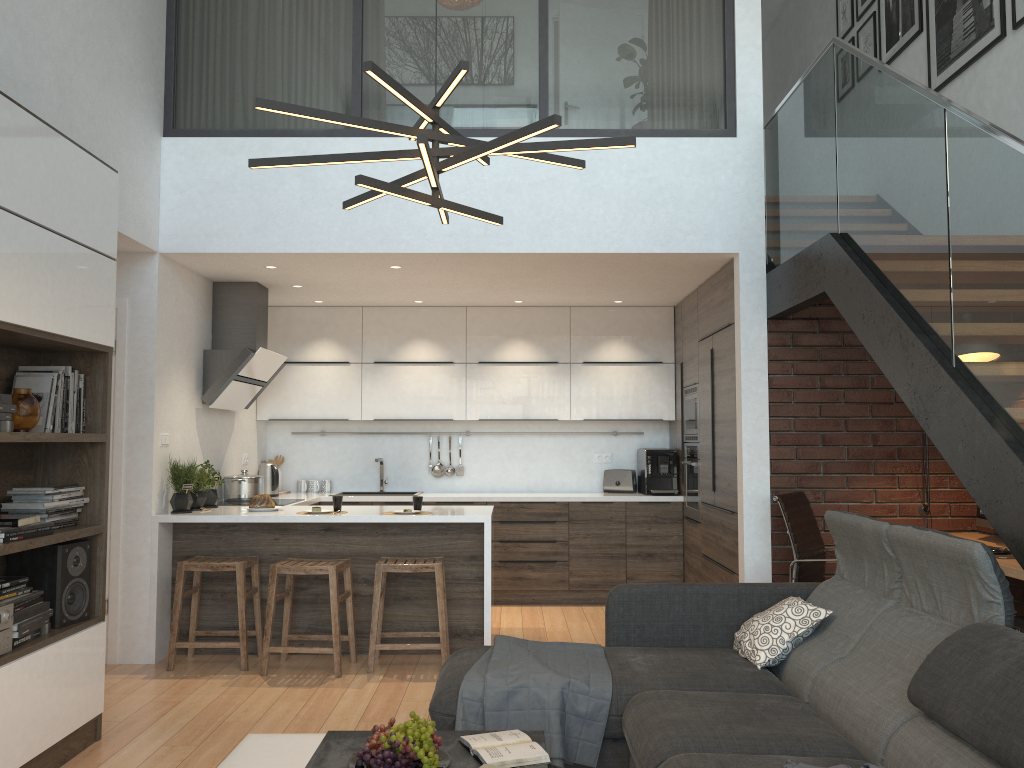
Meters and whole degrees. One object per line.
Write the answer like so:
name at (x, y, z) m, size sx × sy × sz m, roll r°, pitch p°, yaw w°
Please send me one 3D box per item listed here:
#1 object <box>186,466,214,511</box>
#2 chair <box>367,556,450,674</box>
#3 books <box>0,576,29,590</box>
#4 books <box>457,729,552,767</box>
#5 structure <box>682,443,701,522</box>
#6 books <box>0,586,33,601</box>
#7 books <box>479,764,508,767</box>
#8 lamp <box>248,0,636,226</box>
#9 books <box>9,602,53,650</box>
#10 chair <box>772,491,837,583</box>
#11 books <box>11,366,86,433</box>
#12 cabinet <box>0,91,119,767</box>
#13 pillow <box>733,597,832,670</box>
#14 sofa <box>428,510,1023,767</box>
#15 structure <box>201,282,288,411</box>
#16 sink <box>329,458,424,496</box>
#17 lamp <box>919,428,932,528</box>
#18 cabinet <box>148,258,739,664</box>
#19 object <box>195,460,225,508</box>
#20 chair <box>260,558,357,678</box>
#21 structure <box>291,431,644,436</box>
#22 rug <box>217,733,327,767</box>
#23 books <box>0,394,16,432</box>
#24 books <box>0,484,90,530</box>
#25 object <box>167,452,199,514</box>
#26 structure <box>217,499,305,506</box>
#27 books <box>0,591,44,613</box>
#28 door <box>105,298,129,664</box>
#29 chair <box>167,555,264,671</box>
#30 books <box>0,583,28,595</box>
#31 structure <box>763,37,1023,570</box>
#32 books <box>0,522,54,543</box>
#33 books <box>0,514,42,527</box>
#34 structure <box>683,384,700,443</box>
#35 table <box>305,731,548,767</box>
object at (-1.990, 0.652, 5.589) m, size 0.221 × 0.283 × 0.211 m, roll -1°, pitch -4°, yaw 13°
chair at (-0.584, 1.314, 5.104) m, size 0.450 × 0.600 × 0.350 m, roll 0°, pitch -4°, yaw -2°
books at (-1.973, 0.757, 3.362) m, size 0.161 × 0.023 × 0.213 m, roll 0°, pitch -4°, yaw 3°
books at (-0.028, 1.101, 2.689) m, size 0.199 × 0.025 × 0.294 m, roll 1°, pitch -4°, yaw -21°
structure at (1.559, 0.729, 6.658) m, size 0.495 × 0.570 × 0.595 m, roll 0°, pitch -4°, yaw 0°
books at (-1.955, 0.795, 3.358) m, size 0.161 × 0.023 × 0.213 m, roll 0°, pitch -4°, yaw 3°
books at (-0.041, 1.077, 2.364) m, size 0.179 × 0.029 × 0.225 m, roll -2°, pitch -4°, yaw 23°
lamp at (-0.231, -2.353, 2.787) m, size 1.200 × 3.645 × 0.831 m, roll -1°, pitch -4°, yaw 10°
books at (-1.929, 0.911, 3.359) m, size 0.248 × 0.123 × 0.307 m, roll 0°, pitch -4°, yaw -5°
chair at (1.797, 1.096, 4.803) m, size 0.700 × 0.991 × 0.651 m, roll -3°, pitch -4°, yaw 34°
books at (-1.963, 0.065, 3.717) m, size 0.201 × 0.287 × 0.332 m, roll 0°, pitch -4°, yaw 0°
cabinet at (-1.920, 0.158, 1.893) m, size 0.338 × 2.494 × 4.036 m, roll 0°, pitch -4°, yaw 0°
pillow at (1.052, 0.891, 2.503) m, size 0.386 × 0.364 × 2.734 m, roll 0°, pitch -4°, yaw 4°
sofa at (0.449, 0.943, 2.393) m, size 2.108 × 0.995 × 3.169 m, roll 0°, pitch -4°, yaw 0°
structure at (-1.895, -0.315, 6.345) m, size 0.407 × 0.998 × 0.898 m, roll 0°, pitch -4°, yaw 0°
sink at (-1.100, 0.869, 7.262) m, size 0.706 × 0.518 × 0.512 m, roll 0°, pitch -4°, yaw 0°
lamp at (2.466, 0.585, 4.715) m, size 0.462 × 2.003 × 1.054 m, roll 1°, pitch -4°, yaw -16°
cabinet at (-0.353, 0.495, 6.390) m, size 3.495 × 2.401 × 2.401 m, roll 0°, pitch -4°, yaw 0°
object at (-1.984, 0.651, 5.785) m, size 0.179 × 0.311 × 0.172 m, roll -1°, pitch -4°, yaw 11°
chair at (-1.139, 1.309, 5.024) m, size 0.450 × 0.600 × 0.350 m, roll 0°, pitch -4°, yaw 5°
structure at (-0.377, 0.421, 7.568) m, size 3.000 × 0.045 × 0.050 m, roll 0°, pitch -4°, yaw 0°
rug at (-0.355, 1.448, 2.648) m, size 1.606 × 0.013 × 2.496 m, roll 0°, pitch -4°, yaw 0°
books at (-1.949, 0.098, 3.094) m, size 0.277 × 0.137 × 0.343 m, roll 0°, pitch -4°, yaw -5°
books at (-1.944, 0.510, 3.663) m, size 0.224 × 0.176 × 0.374 m, roll 0°, pitch -4°, yaw -1°
object at (-1.992, 0.596, 5.375) m, size 0.186 × 0.367 × 0.196 m, roll 0°, pitch -4°, yaw 0°
structure at (-1.808, 0.835, 6.266) m, size 0.550 × 0.006 × 0.609 m, roll 0°, pitch -4°, yaw 0°
books at (-1.948, 0.828, 3.358) m, size 0.224 × 0.042 × 0.277 m, roll 0°, pitch -4°, yaw -5°
door at (-2.757, 0.557, 5.178) m, size 0.974 × 2.136 × 0.085 m, roll 0°, pitch -4°, yaw 0°
chair at (-1.704, 1.317, 5.146) m, size 0.450 × 0.600 × 0.350 m, roll 0°, pitch -4°, yaw 0°
books at (-1.958, 0.776, 3.359) m, size 0.142 × 0.015 × 0.198 m, roll 0°, pitch -4°, yaw -2°
structure at (2.154, 0.032, 3.852) m, size 1.289 × 3.460 × 5.660 m, roll 0°, pitch -4°, yaw 0°
books at (-1.913, 0.550, 3.302) m, size 0.250 × 0.047 × 0.310 m, roll 0°, pitch -4°, yaw 5°
books at (-1.941, 0.512, 3.314) m, size 0.266 × 0.030 × 0.209 m, roll 0°, pitch -4°, yaw -7°
structure at (1.577, 0.230, 6.690) m, size 0.459 × 0.430 × 0.595 m, roll 0°, pitch -4°, yaw 0°
table at (-0.246, 1.264, 2.521) m, size 0.700 × 0.323 × 0.700 m, roll 0°, pitch -4°, yaw 0°
